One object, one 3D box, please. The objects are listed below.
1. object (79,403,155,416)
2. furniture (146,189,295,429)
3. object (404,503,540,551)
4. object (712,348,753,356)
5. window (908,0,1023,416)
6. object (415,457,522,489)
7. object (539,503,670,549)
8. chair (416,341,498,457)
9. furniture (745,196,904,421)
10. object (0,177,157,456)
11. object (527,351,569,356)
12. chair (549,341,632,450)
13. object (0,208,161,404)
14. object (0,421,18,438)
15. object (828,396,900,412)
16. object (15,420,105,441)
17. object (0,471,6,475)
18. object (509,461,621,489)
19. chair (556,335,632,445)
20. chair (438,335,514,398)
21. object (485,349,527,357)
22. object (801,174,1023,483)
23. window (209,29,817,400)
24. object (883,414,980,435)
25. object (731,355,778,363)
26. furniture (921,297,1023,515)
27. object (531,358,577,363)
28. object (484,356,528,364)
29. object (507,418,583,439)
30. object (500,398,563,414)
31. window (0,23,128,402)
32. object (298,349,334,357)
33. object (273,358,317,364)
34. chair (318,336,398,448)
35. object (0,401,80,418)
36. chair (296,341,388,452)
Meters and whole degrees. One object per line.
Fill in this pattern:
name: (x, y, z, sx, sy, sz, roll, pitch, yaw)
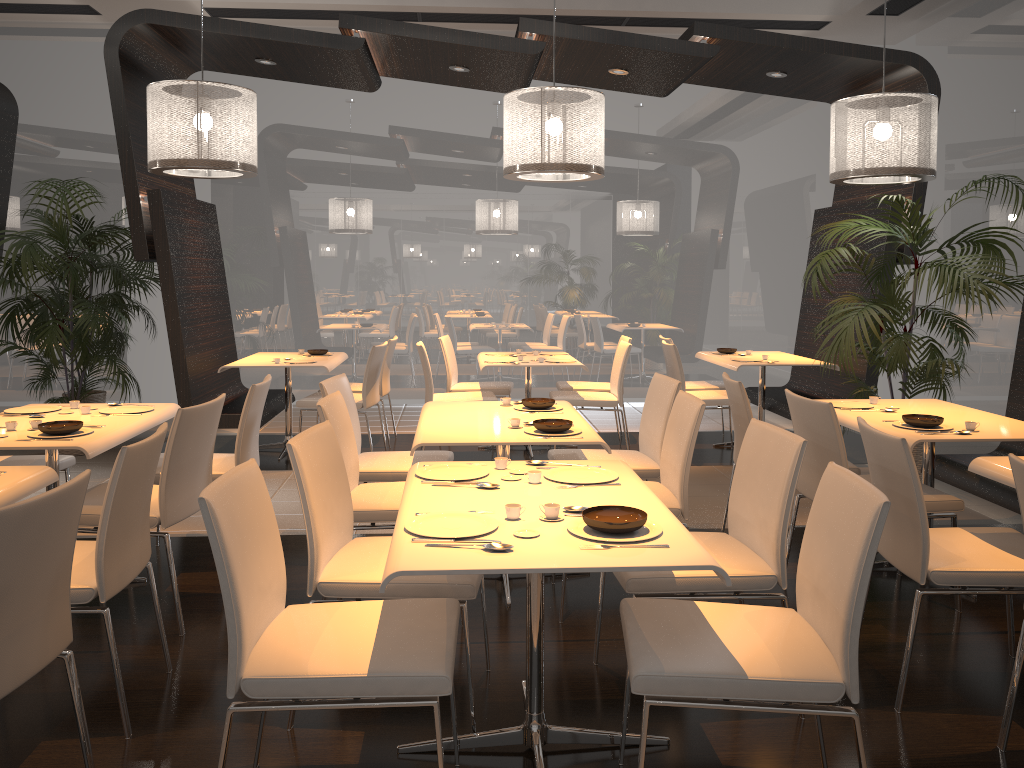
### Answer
object: (-1.895, 0.108, 4.255, 0.335, 0.038, 0.379, -2, 7, -15)
furniture: (-2.197, -0.604, 6.863, 0.757, 1.669, 1.409, 0, 4, -4)
object: (-0.104, 0.357, 2.252, 0.335, 0.038, 0.379, -1, 7, -10)
object: (1.848, -0.273, 7.451, 0.303, 0.044, 0.367, 0, 7, -5)
window: (4.182, -1.308, 5.627, 0.070, 3.960, 6.619, 0, 6, -4)
object: (-0.143, 0.283, 2.864, 0.335, 0.038, 0.379, -1, 7, -10)
object: (0.231, 0.351, 2.288, 0.303, 0.044, 0.367, 0, 7, -5)
chair: (-0.419, 0.125, 6.683, 0.605, 0.871, 0.486, 0, 4, -6)
furniture: (2.447, -0.625, 7.160, 0.757, 1.669, 1.409, 0, 4, -4)
object: (-3.369, -0.480, 6.684, 1.561, 2.052, 1.512, -1, 4, -10)
object: (0.293, -0.269, 7.404, 0.335, 0.038, 0.379, -2, 7, -15)
chair: (0.601, 0.116, 6.763, 0.605, 0.866, 0.486, 0, 4, -1)
object: (-3.658, -0.611, 7.750, 1.508, 2.052, 1.565, -3, 5, -42)
object: (-2.194, 0.190, 3.569, 0.335, 0.038, 0.379, -1, 7, -10)
object: (1.751, 0.098, 4.425, 0.335, 0.038, 0.379, -1, 7, -10)
object: (-1.874, 0.180, 3.634, 0.303, 0.044, 0.367, 0, 7, -5)
object: (-1.788, 0.290, 2.736, 0.303, 0.044, 0.367, 0, 7, -5)
object: (0.168, 0.279, 2.902, 0.335, 0.038, 0.379, -2, 7, -15)
chair: (0.686, 0.040, 7.404, 0.605, 0.871, 0.486, 0, 4, -1)
chair: (-0.302, 0.039, 7.374, 0.605, 0.866, 0.486, 0, 4, 4)
object: (-0.050, -0.258, 7.303, 0.335, 0.038, 0.379, -1, 7, -10)
object: (2.647, -0.349, 5.764, 1.505, 2.052, 1.569, 1, 4, 9)
window: (0.094, -1.761, 9.241, 6.578, 3.966, 0.070, 0, 2, -4)
object: (1.820, 0.168, 3.827, 0.303, 0.044, 0.367, 0, 7, -5)
object: (1.882, -0.195, 6.835, 0.335, 0.038, 0.379, -1, 7, -10)
furniture: (2.732, -0.170, 3.435, 0.757, 1.667, 2.918, 0, 6, -4)
object: (0.317, -0.194, 6.790, 0.335, 0.038, 0.379, -2, 7, -15)
object: (-0.041, -0.184, 6.694, 0.335, 0.038, 0.379, -1, 7, -10)
object: (0.139, 0.176, 3.717, 0.303, 0.044, 0.367, 0, 7, -5)
object: (0.097, 0.097, 4.365, 0.303, 0.044, 0.367, 0, 7, -5)
window: (-7.091, -1.728, 8.782, 6.578, 3.966, 0.070, 0, 2, -4)
object: (-1.616, -0.258, 7.238, 0.303, 0.044, 0.367, 0, 7, -5)
object: (-1.640, -0.185, 6.663, 0.335, 0.038, 0.379, -2, 7, -15)
chair: (-1.246, 0.051, 7.262, 0.605, 0.871, 0.486, 0, 4, -1)
object: (-2.234, 0.116, 4.182, 0.335, 0.038, 0.379, -1, 7, -10)
chair: (-1.250, 0.127, 6.626, 0.605, 0.866, 0.486, 0, 4, 4)
